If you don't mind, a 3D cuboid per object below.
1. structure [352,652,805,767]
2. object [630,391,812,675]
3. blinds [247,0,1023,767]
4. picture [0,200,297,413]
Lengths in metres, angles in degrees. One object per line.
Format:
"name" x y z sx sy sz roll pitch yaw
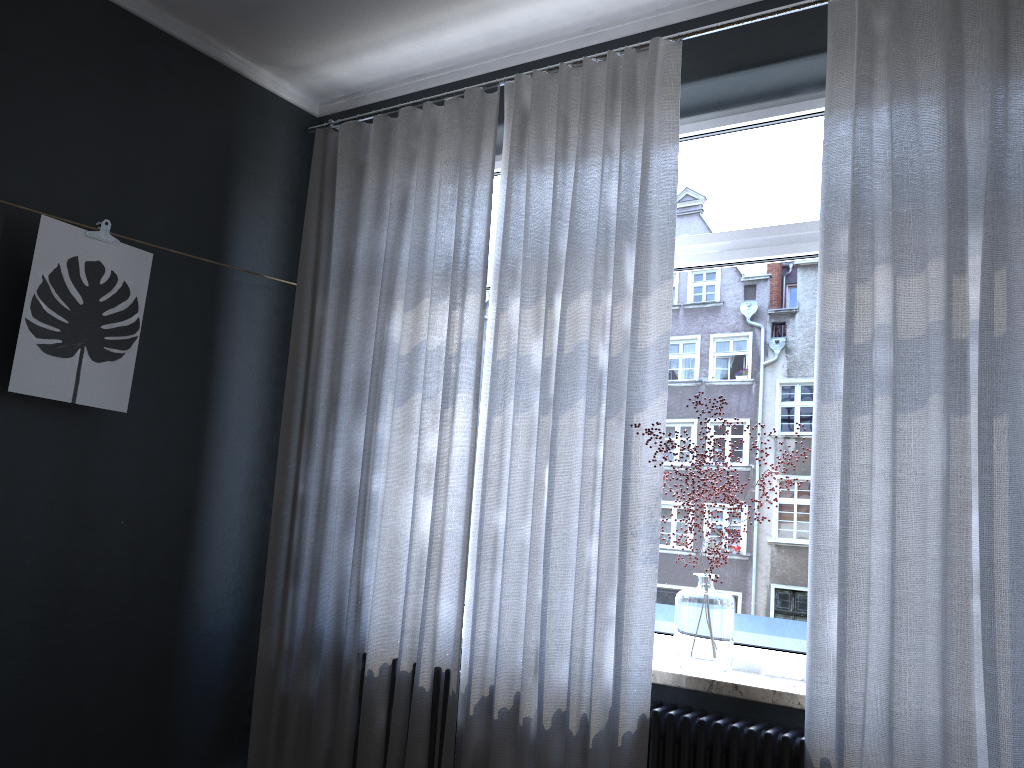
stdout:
"structure" 0.153 1.245 2.758 1.847 0.599 0.216 -1 -10 33
"object" 0.595 0.452 2.641 0.514 0.808 0.600 3 -8 8
"blinds" 0.765 0.278 2.450 3.993 2.783 0.313 -1 -9 33
"picture" -2.071 -0.401 1.888 0.058 0.769 4.466 -1 -10 33
